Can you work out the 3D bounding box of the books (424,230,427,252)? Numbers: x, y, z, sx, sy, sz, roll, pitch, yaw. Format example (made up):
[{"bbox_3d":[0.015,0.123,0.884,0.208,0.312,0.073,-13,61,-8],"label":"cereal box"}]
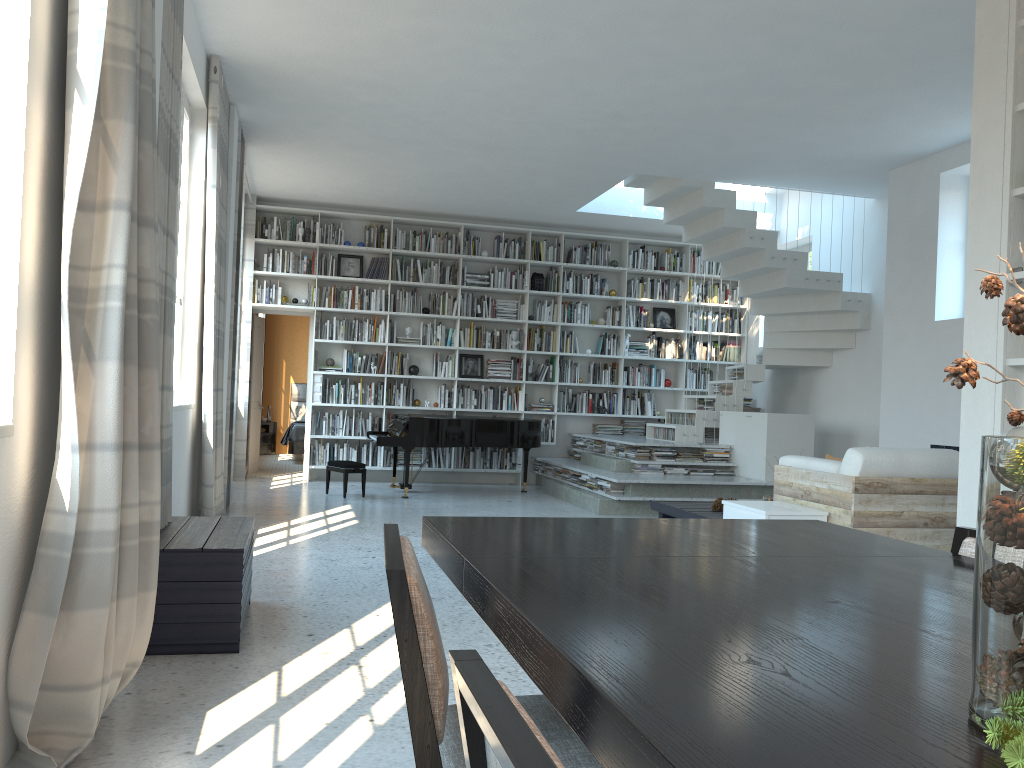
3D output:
[{"bbox_3d":[-1.050,-1.698,10.680,0.013,0.276,0.164,2,-1,-14],"label":"books"}]

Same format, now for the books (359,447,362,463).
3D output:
[{"bbox_3d":[-1.802,0.861,10.525,0.024,0.214,0.137,2,-1,-14],"label":"books"}]

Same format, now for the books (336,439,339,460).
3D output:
[{"bbox_3d":[-2.059,0.806,10.440,0.013,0.300,0.183,2,-1,-14],"label":"books"}]

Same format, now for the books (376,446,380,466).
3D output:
[{"bbox_3d":[-1.594,0.839,10.576,0.027,0.276,0.143,2,-1,-14],"label":"books"}]

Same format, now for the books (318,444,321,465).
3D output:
[{"bbox_3d":[-2.259,0.824,10.406,0.024,0.246,0.143,2,-1,-14],"label":"books"}]

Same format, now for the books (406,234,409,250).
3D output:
[{"bbox_3d":[-1.260,-1.673,10.617,0.029,0.208,0.178,2,-1,-14],"label":"books"}]

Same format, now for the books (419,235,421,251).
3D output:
[{"bbox_3d":[-1.114,-1.670,10.665,0.011,0.216,0.160,2,-1,-14],"label":"books"}]

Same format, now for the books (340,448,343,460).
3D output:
[{"bbox_3d":[-2.017,0.857,10.446,0.030,0.201,0.168,2,-1,-14],"label":"books"}]

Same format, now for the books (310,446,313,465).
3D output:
[{"bbox_3d":[-2.348,0.835,10.390,0.023,0.216,0.158,2,-1,-14],"label":"books"}]

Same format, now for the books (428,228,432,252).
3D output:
[{"bbox_3d":[-0.989,-1.714,10.706,0.014,0.315,0.166,2,-1,-14],"label":"books"}]

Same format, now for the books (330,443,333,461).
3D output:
[{"bbox_3d":[-2.129,0.827,10.443,0.022,0.252,0.139,2,-1,-14],"label":"books"}]

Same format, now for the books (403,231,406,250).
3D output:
[{"bbox_3d":[-1.300,-1.696,10.624,0.023,0.251,0.170,2,-1,-14],"label":"books"}]

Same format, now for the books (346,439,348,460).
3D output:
[{"bbox_3d":[-1.956,0.809,10.484,0.014,0.304,0.139,2,-1,-14],"label":"books"}]

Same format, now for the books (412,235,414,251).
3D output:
[{"bbox_3d":[-1.200,-1.674,10.665,0.012,0.216,0.150,2,-1,-14],"label":"books"}]

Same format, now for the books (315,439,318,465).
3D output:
[{"bbox_3d":[-2.290,0.799,10.392,0.044,0.293,0.181,2,-1,-14],"label":"books"}]

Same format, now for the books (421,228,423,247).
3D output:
[{"bbox_3d":[-1.090,-1.711,10.673,0.010,0.299,0.151,2,-1,-14],"label":"books"}]

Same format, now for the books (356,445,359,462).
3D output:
[{"bbox_3d":[-1.830,0.844,10.488,0.023,0.244,0.188,2,-1,-14],"label":"books"}]

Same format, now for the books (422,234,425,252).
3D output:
[{"bbox_3d":[-1.075,-1.678,10.689,0.029,0.235,0.130,2,-1,-14],"label":"books"}]

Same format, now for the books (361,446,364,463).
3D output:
[{"bbox_3d":[-1.777,0.857,10.519,0.022,0.224,0.141,2,-1,-14],"label":"books"}]

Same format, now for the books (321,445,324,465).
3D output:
[{"bbox_3d":[-2.225,0.835,10.406,0.022,0.226,0.154,2,-1,-14],"label":"books"}]

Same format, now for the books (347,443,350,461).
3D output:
[{"bbox_3d":[-1.933,0.828,10.471,0.025,0.266,0.159,2,-1,-14],"label":"books"}]

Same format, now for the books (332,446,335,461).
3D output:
[{"bbox_3d":[-2.106,0.843,10.438,0.022,0.221,0.163,2,-1,-14],"label":"books"}]

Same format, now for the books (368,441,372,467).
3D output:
[{"bbox_3d":[-1.687,0.825,10.531,0.021,0.295,0.188,2,-1,-14],"label":"books"}]

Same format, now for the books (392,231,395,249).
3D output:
[{"bbox_3d":[-1.422,-1.695,10.590,0.029,0.237,0.156,2,-1,-14],"label":"books"}]

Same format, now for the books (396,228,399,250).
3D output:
[{"bbox_3d":[-1.379,-1.713,10.626,0.021,0.279,0.140,2,-1,-14],"label":"books"}]

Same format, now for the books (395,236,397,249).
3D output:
[{"bbox_3d":[-1.401,-1.666,10.611,0.024,0.183,0.133,2,-1,-14],"label":"books"}]

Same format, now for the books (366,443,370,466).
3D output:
[{"bbox_3d":[-1.724,0.840,10.552,0.040,0.264,0.137,2,-1,-14],"label":"books"}]

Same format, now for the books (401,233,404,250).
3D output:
[{"bbox_3d":[-1.323,-1.682,10.616,0.023,0.220,0.181,2,-1,-14],"label":"books"}]

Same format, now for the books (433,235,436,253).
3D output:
[{"bbox_3d":[-0.941,-1.672,10.718,0.026,0.236,0.134,2,-1,-14],"label":"books"}]

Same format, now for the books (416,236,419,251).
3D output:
[{"bbox_3d":[-1.150,-1.664,10.667,0.030,0.201,0.152,2,-1,-14],"label":"books"}]

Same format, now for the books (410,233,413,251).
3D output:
[{"bbox_3d":[-1.219,-1.684,10.669,0.025,0.234,0.129,2,-1,-14],"label":"books"}]

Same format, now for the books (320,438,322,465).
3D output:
[{"bbox_3d":[-2.240,0.788,10.408,0.011,0.318,0.157,2,-1,-14],"label":"books"}]

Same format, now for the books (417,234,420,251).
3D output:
[{"bbox_3d":[-1.127,-1.680,10.669,0.013,0.234,0.154,2,-1,-14],"label":"books"}]

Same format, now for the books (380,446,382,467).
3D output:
[{"bbox_3d":[-1.564,0.862,10.540,0.017,0.233,0.212,2,-1,-14],"label":"books"}]

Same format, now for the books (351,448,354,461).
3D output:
[{"bbox_3d":[-1.888,0.861,10.481,0.028,0.206,0.171,2,-1,-14],"label":"books"}]

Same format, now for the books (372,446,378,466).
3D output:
[{"bbox_3d":[-1.639,0.847,10.563,0.065,0.256,0.155,2,-1,-14],"label":"books"}]

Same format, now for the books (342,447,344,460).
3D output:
[{"bbox_3d":[-2.003,0.853,10.481,0.014,0.211,0.146,2,-1,-14],"label":"books"}]

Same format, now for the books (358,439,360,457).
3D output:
[{"bbox_3d":[-1.819,0.812,10.522,0.013,0.310,0.130,2,-1,-14],"label":"books"}]

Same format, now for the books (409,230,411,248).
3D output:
[{"bbox_3d":[-1.229,-1.700,10.640,0.010,0.264,0.160,2,-1,-14],"label":"books"}]

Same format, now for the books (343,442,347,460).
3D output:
[{"bbox_3d":[-1.974,0.827,10.461,0.031,0.266,0.186,2,-1,-14],"label":"books"}]

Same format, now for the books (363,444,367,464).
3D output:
[{"bbox_3d":[-1.752,0.842,10.522,0.027,0.256,0.179,2,-1,-14],"label":"books"}]

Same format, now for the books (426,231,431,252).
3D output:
[{"bbox_3d":[-1.019,-1.694,10.685,0.052,0.273,0.172,2,-1,-14],"label":"books"}]

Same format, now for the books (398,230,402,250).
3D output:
[{"bbox_3d":[-1.350,-1.700,10.614,0.031,0.254,0.145,2,-1,-14],"label":"books"}]

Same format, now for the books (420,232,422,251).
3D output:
[{"bbox_3d":[-1.101,-1.687,10.668,0.013,0.251,0.183,2,-1,-14],"label":"books"}]

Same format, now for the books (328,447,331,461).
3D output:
[{"bbox_3d":[-2.150,0.849,10.434,0.022,0.205,0.158,2,-1,-14],"label":"books"}]

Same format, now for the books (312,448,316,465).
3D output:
[{"bbox_3d":[-2.317,0.849,10.370,0.029,0.190,0.176,2,-1,-14],"label":"books"}]

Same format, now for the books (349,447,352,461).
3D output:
[{"bbox_3d":[-1.912,0.854,10.476,0.021,0.218,0.190,2,-1,-14],"label":"books"}]

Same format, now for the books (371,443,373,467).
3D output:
[{"bbox_3d":[-1.670,0.822,10.532,0.012,0.303,0.165,2,-1,-14],"label":"books"}]

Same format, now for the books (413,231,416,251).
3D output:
[{"bbox_3d":[-1.179,-1.699,10.669,0.028,0.268,0.151,2,-1,-14],"label":"books"}]

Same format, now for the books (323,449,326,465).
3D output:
[{"bbox_3d":[-2.206,0.856,10.418,0.022,0.186,0.145,2,-1,-14],"label":"books"}]

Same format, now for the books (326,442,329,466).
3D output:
[{"bbox_3d":[-2.167,0.818,10.414,0.023,0.266,0.177,2,-1,-14],"label":"books"}]

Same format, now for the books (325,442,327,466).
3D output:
[{"bbox_3d":[-2.183,0.819,10.404,0.013,0.261,0.174,2,-1,-14],"label":"books"}]

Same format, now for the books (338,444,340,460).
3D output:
[{"bbox_3d":[-2.048,0.834,10.464,0.022,0.246,0.135,2,-1,-14],"label":"books"}]

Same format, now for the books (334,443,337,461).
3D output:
[{"bbox_3d":[-2.083,0.827,10.450,0.027,0.256,0.160,2,-1,-14],"label":"books"}]

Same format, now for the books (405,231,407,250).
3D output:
[{"bbox_3d":[-1.282,-1.695,10.624,0.012,0.250,0.174,2,-1,-14],"label":"books"}]

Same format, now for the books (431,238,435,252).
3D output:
[{"bbox_3d":[-0.968,-1.651,10.703,0.031,0.190,0.181,2,-1,-14],"label":"books"}]

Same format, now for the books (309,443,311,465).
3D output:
[{"bbox_3d":[-2.364,0.815,10.385,0.012,0.254,0.161,2,-1,-14],"label":"books"}]

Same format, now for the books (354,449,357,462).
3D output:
[{"bbox_3d":[-1.858,0.871,10.481,0.031,0.188,0.190,2,-1,-14],"label":"books"}]
